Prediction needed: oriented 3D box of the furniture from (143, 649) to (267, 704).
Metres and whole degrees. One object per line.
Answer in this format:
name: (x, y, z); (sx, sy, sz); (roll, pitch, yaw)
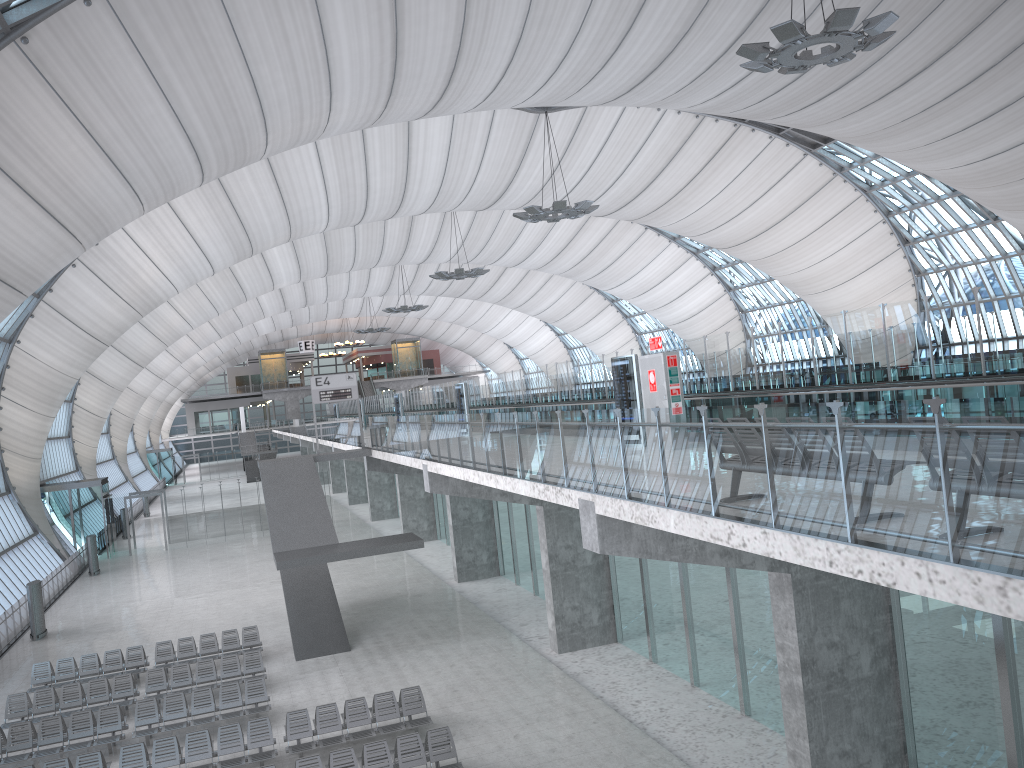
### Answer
furniture: (-7.154, 6.907, 20.745); (2.705, 0.913, 1.572); (-6, -1, -18)

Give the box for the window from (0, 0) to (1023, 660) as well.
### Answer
window: (-8.647, -1.909, 76.027); (50.537, 20.004, 167.818); (-6, -1, -18)

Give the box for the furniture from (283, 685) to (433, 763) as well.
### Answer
furniture: (-2.940, 6.433, 16.831); (2.705, 0.913, 1.572); (-6, -1, -18)

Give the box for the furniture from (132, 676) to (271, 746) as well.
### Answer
furniture: (-6.444, 6.813, 18.508); (2.705, 0.913, 1.572); (-6, -1, -18)

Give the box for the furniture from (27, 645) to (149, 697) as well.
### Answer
furniture: (-10.648, 7.287, 22.393); (2.705, 0.913, 1.572); (-6, -1, -18)

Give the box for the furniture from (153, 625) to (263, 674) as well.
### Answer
furniture: (-7.952, 7.013, 23.261); (2.705, 0.913, 1.572); (-6, -1, -18)

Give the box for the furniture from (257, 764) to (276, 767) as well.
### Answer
furniture: (-4.911, 6.610, 13.677); (2.705, 0.913, 1.572); (-6, -1, -18)

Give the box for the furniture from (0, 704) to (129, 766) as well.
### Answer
furniture: (-9.140, 7.087, 17.641); (2.705, 0.913, 1.572); (-6, -1, -18)

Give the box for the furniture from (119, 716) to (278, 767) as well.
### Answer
furniture: (-5.637, 6.706, 15.964); (2.705, 0.913, 1.572); (-6, -1, -18)

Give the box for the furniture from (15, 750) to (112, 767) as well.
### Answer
furniture: (-8.333, 6.980, 15.097); (2.705, 0.913, 1.572); (-6, -1, -18)

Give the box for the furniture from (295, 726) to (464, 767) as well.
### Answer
furniture: (-2.214, 6.337, 14.545); (2.705, 0.913, 1.572); (-6, -1, -18)

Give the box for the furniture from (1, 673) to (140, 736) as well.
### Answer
furniture: (-9.850, 7.181, 19.878); (2.705, 0.913, 1.572); (-6, -1, -18)
